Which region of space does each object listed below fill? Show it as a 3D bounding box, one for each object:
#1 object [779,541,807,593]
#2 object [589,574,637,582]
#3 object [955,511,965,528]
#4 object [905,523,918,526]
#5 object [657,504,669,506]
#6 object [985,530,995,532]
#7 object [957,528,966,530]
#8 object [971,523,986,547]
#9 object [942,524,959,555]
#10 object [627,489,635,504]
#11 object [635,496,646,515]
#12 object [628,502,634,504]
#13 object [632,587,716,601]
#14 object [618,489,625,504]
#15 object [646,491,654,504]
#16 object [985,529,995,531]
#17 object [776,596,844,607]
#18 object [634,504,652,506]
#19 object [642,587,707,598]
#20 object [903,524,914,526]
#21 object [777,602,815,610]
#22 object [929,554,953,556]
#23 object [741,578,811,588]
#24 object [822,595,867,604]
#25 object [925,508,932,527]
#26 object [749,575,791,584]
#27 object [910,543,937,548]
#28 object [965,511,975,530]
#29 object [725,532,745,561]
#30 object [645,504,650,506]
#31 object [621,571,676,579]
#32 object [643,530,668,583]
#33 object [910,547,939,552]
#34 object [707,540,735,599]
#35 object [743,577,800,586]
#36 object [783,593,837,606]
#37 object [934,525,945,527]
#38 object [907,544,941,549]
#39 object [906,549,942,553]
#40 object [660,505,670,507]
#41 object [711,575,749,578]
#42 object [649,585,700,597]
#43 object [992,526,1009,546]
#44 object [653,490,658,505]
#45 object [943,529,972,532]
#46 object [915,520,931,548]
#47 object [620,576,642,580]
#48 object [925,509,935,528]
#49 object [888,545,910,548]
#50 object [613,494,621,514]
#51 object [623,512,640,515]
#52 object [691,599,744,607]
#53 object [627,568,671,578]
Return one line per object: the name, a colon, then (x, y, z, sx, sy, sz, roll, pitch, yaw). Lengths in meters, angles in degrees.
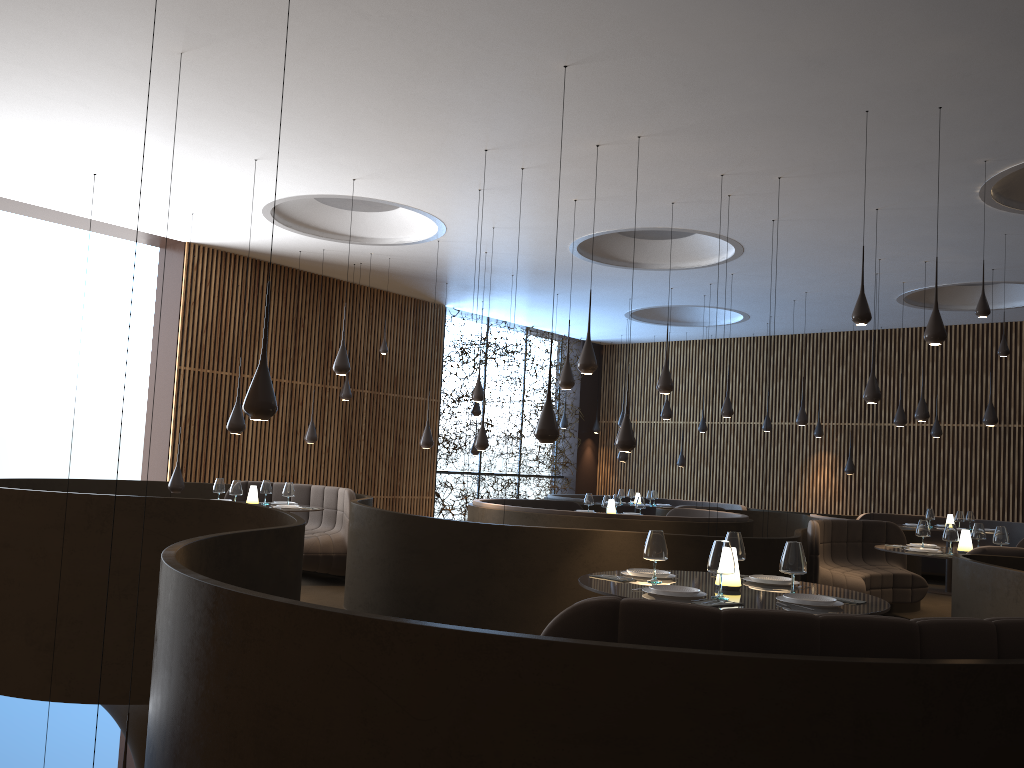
object: (1.516, 1.001, 4.780, 0.142, 0.295, 0.142, 2, -4, 9)
object: (0.588, 1.132, 5.167, 0.126, 0.017, 0.262, 8, -7, -42)
object: (7.068, 2.156, 13.999, 0.142, 0.295, 0.142, 5, -4, -23)
object: (6.551, 2.299, 14.454, 0.263, 0.029, 0.263, 8, -7, -43)
object: (3.013, 2.409, 17.651, 0.263, 0.029, 0.263, 0, -6, 28)
object: (7.540, 2.322, 14.034, 0.332, 0.014, 0.332, 1, -6, 25)
object: (6.878, 2.246, 13.702, 0.263, 0.029, 0.263, 0, -6, 30)
object: (4.803, 1.581, 9.128, 0.142, 0.295, 0.142, 3, -4, -4)
object: (4.225, 1.495, 8.538, 0.142, 0.295, 0.142, 3, -4, 0)
object: (2.414, 2.280, 17.981, 0.142, 0.295, 0.142, 0, -5, 40)
object: (1.811, 1.737, 12.501, 0.142, 0.295, 0.142, 2, -4, 11)
object: (2.551, 2.441, 18.154, 0.332, 0.014, 0.332, -1, -7, 38)
object: (0.841, 1.087, 4.608, 0.204, 0.012, 0.411, 8, -7, -40)
object: (2.145, 2.214, 17.425, 0.142, 0.295, 0.142, 0, -5, 34)
object: (2.689, 2.228, 17.262, 0.142, 0.295, 0.142, 0, -5, 33)
object: (7.541, 2.312, 14.035, 0.263, 0.029, 0.263, -2, -7, 44)
object: (1.524, 1.116, 4.539, 0.332, 0.014, 0.332, 4, -5, -10)
object: (2.525, 2.339, 17.082, 0.332, 0.014, 0.332, 0, -6, 26)
object: (0.844, 1.086, 4.605, 0.332, 0.014, 0.332, 7, -7, -39)
object: (6.551, 2.308, 14.454, 0.332, 0.014, 0.332, 0, -6, 27)
object: (1.521, 1.117, 4.535, 0.204, 0.012, 0.411, -1, -7, 40)
object: (4.057, 1.614, 8.352, 0.262, 0.017, 0.127, 4, -5, -10)
object: (1.571, 1.196, 5.354, 0.205, 0.012, 0.411, 8, -7, -44)
object: (1.745, 1.154, 4.742, 0.262, 0.017, 0.127, -2, -7, 44)
object: (6.890, 2.205, 14.631, 0.142, 0.295, 0.142, 4, -4, -19)
object: (1.568, 1.185, 5.357, 0.263, 0.029, 0.263, 0, -6, 31)
object: (4.332, 1.703, 9.335, 0.263, 0.029, 0.263, 4, -5, -12)
object: (7.438, 2.213, 14.398, 0.142, 0.295, 0.142, 4, -4, -13)
object: (1.342, 1.047, 5.375, 0.142, 0.295, 0.142, 0, -5, 37)
object: (2.525, 2.330, 17.083, 0.263, 0.029, 0.263, 8, -7, -44)
object: (0.824, 1.155, 5.355, 0.332, 0.014, 0.332, 8, -7, -41)
object: (0.830, 0.997, 5.131, 0.142, 0.295, 0.142, 1, -4, 25)
object: (4.020, 1.623, 8.653, 0.263, 0.029, 0.263, -2, -7, 44)
object: (1.083, 0.960, 4.589, 0.142, 0.295, 0.142, 5, -5, -26)
object: (1.567, 1.195, 5.357, 0.332, 0.014, 0.332, -1, -7, 40)
object: (1.524, 1.106, 4.539, 0.263, 0.029, 0.263, 6, -6, -26)
object: (7.187, 2.365, 14.698, 0.332, 0.014, 0.332, 4, -5, -11)
object: (4.332, 1.713, 9.334, 0.332, 0.014, 0.332, 5, -6, -15)
object: (4.020, 1.632, 8.652, 0.332, 0.014, 0.332, -2, -7, 41)
object: (3.013, 2.419, 17.646, 0.204, 0.012, 0.411, 3, -5, 1)
object: (1.385, 1.215, 5.598, 0.262, 0.017, 0.126, 8, -7, -40)
object: (0.845, 1.076, 4.605, 0.263, 0.029, 0.263, 0, -6, 31)
object: (4.698, 1.519, 8.519, 0.142, 0.295, 0.142, 6, -5, -32)
object: (2.864, 2.290, 17.833, 0.142, 0.295, 0.142, 4, -4, -7)
object: (6.873, 2.256, 13.702, 0.410, 0.012, 0.205, 1, -6, 19)
object: (4.235, 1.552, 9.135, 0.142, 0.295, 0.142, 0, -5, 39)
object: (0.827, 1.157, 5.358, 0.204, 0.012, 0.411, -2, -7, 44)
object: (6.692, 2.153, 14.185, 0.142, 0.295, 0.142, 1, -5, 28)
object: (4.036, 1.698, 9.269, 0.126, 0.017, 0.262, 5, -6, -16)
object: (1.535, 1.771, 13.031, 0.142, 0.295, 0.142, 5, -5, -29)
object: (1.760, 1.909, 13.009, 0.263, 0.029, 0.263, -1, -6, 35)
object: (1.009, 1.078, 4.351, 0.262, 0.017, 0.126, 7, -7, -36)
object: (0.825, 1.145, 5.356, 0.263, 0.029, 0.264, 2, -5, 10)
